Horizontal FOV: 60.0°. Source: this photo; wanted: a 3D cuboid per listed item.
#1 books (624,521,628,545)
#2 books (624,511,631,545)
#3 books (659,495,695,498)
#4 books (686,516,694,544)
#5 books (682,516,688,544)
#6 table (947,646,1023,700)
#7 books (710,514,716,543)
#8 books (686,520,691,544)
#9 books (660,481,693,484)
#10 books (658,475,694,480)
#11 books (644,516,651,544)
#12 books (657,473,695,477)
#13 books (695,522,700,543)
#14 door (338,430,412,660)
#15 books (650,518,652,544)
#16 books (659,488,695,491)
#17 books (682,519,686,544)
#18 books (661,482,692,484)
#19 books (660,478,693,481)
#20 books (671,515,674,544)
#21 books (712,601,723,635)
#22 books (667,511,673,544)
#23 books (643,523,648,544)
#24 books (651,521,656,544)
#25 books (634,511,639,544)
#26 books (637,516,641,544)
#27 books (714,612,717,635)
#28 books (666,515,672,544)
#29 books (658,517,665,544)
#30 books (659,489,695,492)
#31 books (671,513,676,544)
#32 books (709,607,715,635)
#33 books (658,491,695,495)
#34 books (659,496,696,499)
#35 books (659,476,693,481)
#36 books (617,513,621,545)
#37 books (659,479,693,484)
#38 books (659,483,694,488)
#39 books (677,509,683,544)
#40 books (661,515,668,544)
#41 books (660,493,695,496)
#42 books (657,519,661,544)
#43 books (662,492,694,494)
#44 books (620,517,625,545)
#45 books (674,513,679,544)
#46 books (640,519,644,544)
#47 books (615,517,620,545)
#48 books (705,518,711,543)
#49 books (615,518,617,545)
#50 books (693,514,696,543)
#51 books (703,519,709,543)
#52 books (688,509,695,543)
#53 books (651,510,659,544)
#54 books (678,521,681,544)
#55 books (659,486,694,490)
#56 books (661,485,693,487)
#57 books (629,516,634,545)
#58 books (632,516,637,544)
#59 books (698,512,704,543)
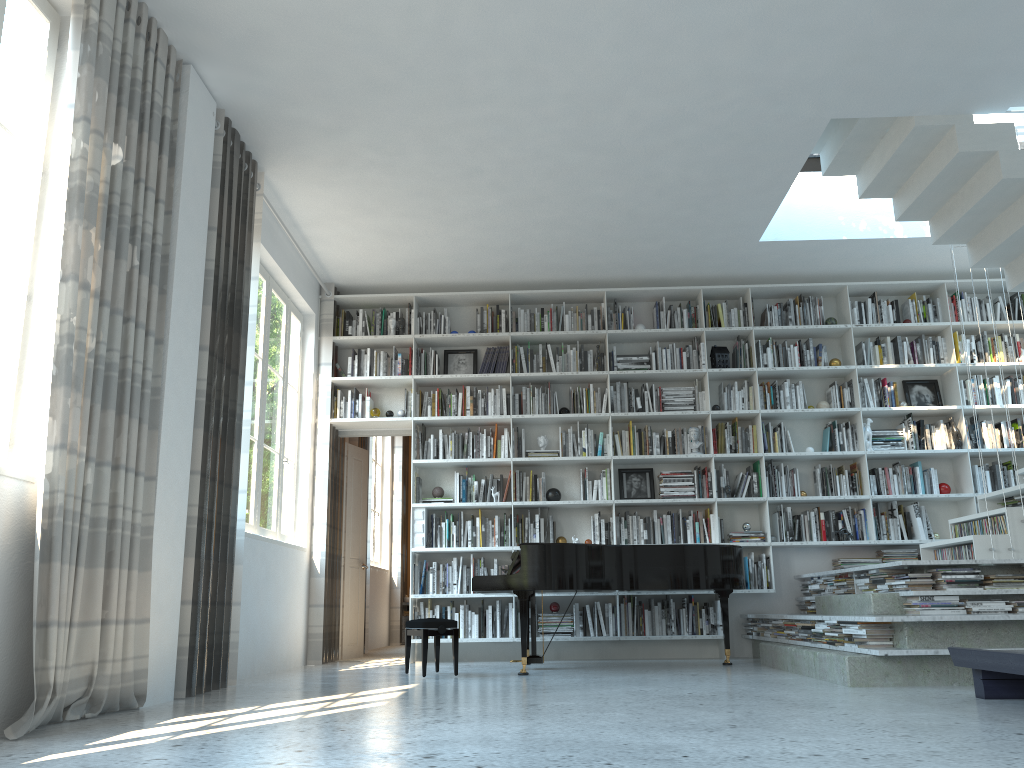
[{"bbox_3d":[0.950,1.262,7.460,0.024,0.208,0.170,-1,-14,2],"label":"books"},{"bbox_3d":[0.975,1.225,7.486,0.027,0.290,0.141,-1,-14,2],"label":"books"},{"bbox_3d":[1.398,0.958,7.525,0.285,0.012,0.160,-1,-14,1],"label":"books"},{"bbox_3d":[1.491,1.235,7.438,0.023,0.234,0.175,-1,-14,2],"label":"books"},{"bbox_3d":[1.450,1.238,7.451,0.014,0.234,0.154,-1,-14,2],"label":"books"},{"bbox_3d":[2.527,1.088,3.241,1.270,0.217,1.261,-1,-14,2],"label":"table"},{"bbox_3d":[1.671,1.223,7.427,0.033,0.245,0.176,-1,-14,2],"label":"books"},{"bbox_3d":[1.468,1.250,7.436,0.023,0.204,0.167,-1,-14,2],"label":"books"},{"bbox_3d":[1.396,0.841,7.549,0.254,0.012,0.161,-1,-14,-1],"label":"books"},{"bbox_3d":[1.395,0.794,7.563,0.285,0.012,0.160,-2,-14,4],"label":"books"},{"bbox_3d":[1.139,1.240,7.448,0.029,0.237,0.166,-1,-14,2],"label":"books"},{"bbox_3d":[1.395,0.781,7.559,0.285,0.012,0.160,0,-14,-3],"label":"books"},{"bbox_3d":[1.543,1.257,7.426,0.023,0.182,0.169,-1,-14,2],"label":"books"},{"bbox_3d":[-1.229,1.471,8.056,0.834,1.975,0.788,-1,-14,2],"label":"door"},{"bbox_3d":[1.161,1.246,7.456,0.013,0.229,0.139,-1,-14,2],"label":"books"},{"bbox_3d":[1.397,0.900,7.537,0.285,0.012,0.160,-2,-14,4],"label":"books"},{"bbox_3d":[1.430,1.249,7.438,0.024,0.206,0.183,-1,-14,2],"label":"books"},{"bbox_3d":[1.397,0.853,7.546,0.254,0.012,0.161,-2,-14,5],"label":"books"},{"bbox_3d":[1.396,0.817,7.555,0.254,0.012,0.161,-1,-14,-1],"label":"books"},{"bbox_3d":[1.342,1.234,7.461,0.011,0.251,0.159,-1,-14,2],"label":"books"},{"bbox_3d":[1.677,1.899,7.207,0.038,0.268,0.278,-1,-14,2],"label":"books"},{"bbox_3d":[1.329,1.219,7.472,0.014,0.285,0.135,-1,-14,2],"label":"books"},{"bbox_3d":[1.111,1.265,7.435,0.029,0.183,0.175,-1,-14,2],"label":"books"},{"bbox_3d":[1.179,1.259,7.439,0.023,0.196,0.165,-1,-14,2],"label":"books"},{"bbox_3d":[1.045,1.221,7.457,0.013,0.281,0.166,-1,-14,2],"label":"books"},{"bbox_3d":[1.063,1.244,7.470,0.021,0.244,0.142,-1,-14,2],"label":"books"},{"bbox_3d":[1.649,1.959,7.265,0.023,0.181,0.149,-1,-14,2],"label":"books"},{"bbox_3d":[1.309,1.233,7.444,0.026,0.244,0.192,-1,-14,2],"label":"books"},{"bbox_3d":[1.256,1.241,7.456,0.031,0.236,0.159,-1,-14,2],"label":"books"},{"bbox_3d":[1.397,0.912,7.537,0.285,0.012,0.160,-2,-14,3],"label":"books"},{"bbox_3d":[1.352,1.226,7.452,0.010,0.260,0.182,-1,-14,2],"label":"books"},{"bbox_3d":[1.623,1.939,7.257,0.029,0.217,0.191,-1,-14,2],"label":"books"},{"bbox_3d":[1.397,0.925,7.536,0.285,0.012,0.160,-1,-14,2],"label":"books"},{"bbox_3d":[1.398,0.967,7.513,0.285,0.012,0.160,0,-14,-3],"label":"books"},{"bbox_3d":[1.395,0.805,7.556,0.254,0.012,0.161,0,-14,-2],"label":"books"},{"bbox_3d":[0.905,1.230,7.468,0.011,0.274,0.146,-1,-14,2],"label":"books"},{"bbox_3d":[1.396,0.829,7.550,0.254,0.012,0.161,0,-14,-2],"label":"books"},{"bbox_3d":[1.397,0.864,7.538,0.285,0.012,0.160,-3,-14,6],"label":"books"},{"bbox_3d":[1.412,1.207,7.452,0.012,0.296,0.178,-1,-14,2],"label":"books"},{"bbox_3d":[1.284,1.236,7.472,0.025,0.254,0.136,-1,-14,2],"label":"books"},{"bbox_3d":[1.397,0.944,7.519,0.285,0.012,0.160,-3,-14,6],"label":"books"},{"bbox_3d":[1.229,1.252,7.462,0.025,0.220,0.140,-1,-14,2],"label":"books"},{"bbox_3d":[1.397,0.933,7.522,0.254,0.012,0.161,0,-14,-3],"label":"books"},{"bbox_3d":[0.924,1.247,7.452,0.027,0.233,0.168,-1,-14,2],"label":"books"},{"bbox_3d":[1.371,1.223,7.445,0.028,0.264,0.162,-1,-14,2],"label":"books"},{"bbox_3d":[1.085,1.251,7.444,0.023,0.217,0.175,-1,-14,2],"label":"books"},{"bbox_3d":[0.885,1.247,7.472,0.029,0.243,0.154,-1,-14,2],"label":"books"},{"bbox_3d":[1.638,1.239,7.429,0.011,0.216,0.166,-1,-14,2],"label":"books"},{"bbox_3d":[0.864,1.228,7.480,0.012,0.284,0.160,-1,-14,2],"label":"books"},{"bbox_3d":[1.524,1.228,7.459,0.014,0.255,0.145,-1,-14,2],"label":"books"},{"bbox_3d":[1.612,1.242,7.429,0.042,0.211,0.169,-1,-14,2],"label":"books"},{"bbox_3d":[1.510,1.208,7.456,0.014,0.293,0.138,-1,-14,2],"label":"books"},{"bbox_3d":[1.203,1.216,7.463,0.026,0.291,0.152,-1,-14,2],"label":"books"},{"bbox_3d":[1.396,1.256,7.451,0.021,0.202,0.128,-1,-14,2],"label":"books"},{"bbox_3d":[1.397,0.887,7.533,0.285,0.012,0.160,-3,-14,6],"label":"books"},{"bbox_3d":[1.397,0.875,7.536,0.254,0.012,0.161,0,-14,-3],"label":"books"},{"bbox_3d":[1.001,1.244,7.474,0.024,0.247,0.132,-1,-14,2],"label":"books"},{"bbox_3d":[1.026,1.240,7.456,0.027,0.245,0.179,-1,-14,2],"label":"books"},{"bbox_3d":[1.577,1.216,7.447,0.026,0.271,0.175,-1,-14,2],"label":"books"}]
